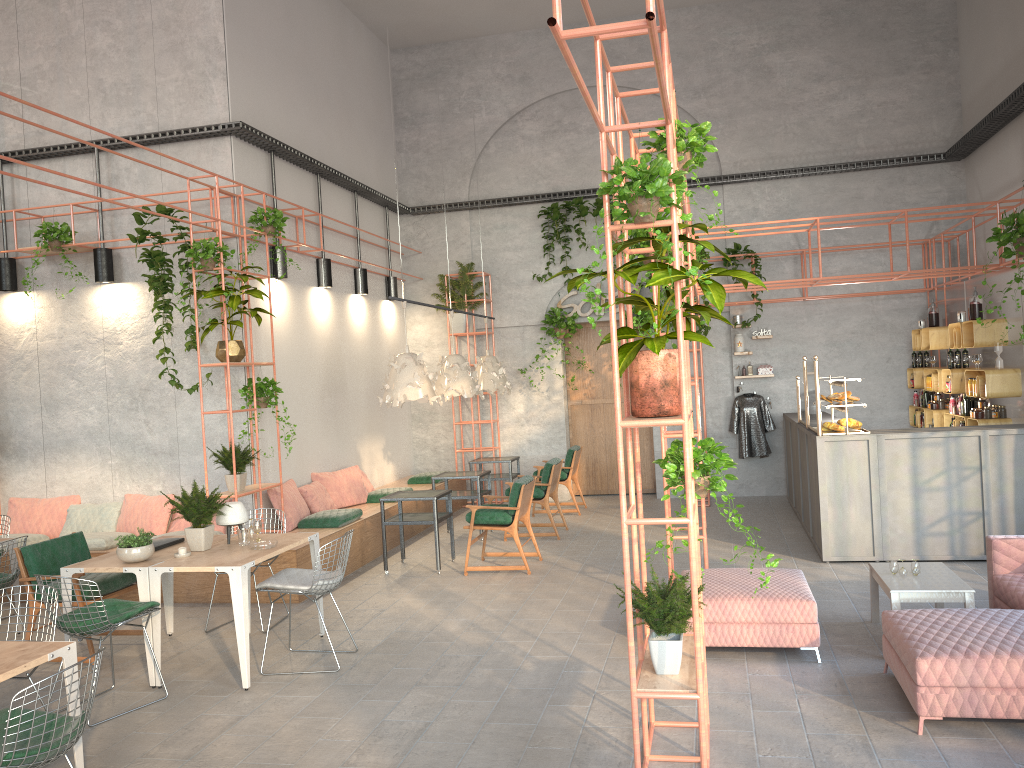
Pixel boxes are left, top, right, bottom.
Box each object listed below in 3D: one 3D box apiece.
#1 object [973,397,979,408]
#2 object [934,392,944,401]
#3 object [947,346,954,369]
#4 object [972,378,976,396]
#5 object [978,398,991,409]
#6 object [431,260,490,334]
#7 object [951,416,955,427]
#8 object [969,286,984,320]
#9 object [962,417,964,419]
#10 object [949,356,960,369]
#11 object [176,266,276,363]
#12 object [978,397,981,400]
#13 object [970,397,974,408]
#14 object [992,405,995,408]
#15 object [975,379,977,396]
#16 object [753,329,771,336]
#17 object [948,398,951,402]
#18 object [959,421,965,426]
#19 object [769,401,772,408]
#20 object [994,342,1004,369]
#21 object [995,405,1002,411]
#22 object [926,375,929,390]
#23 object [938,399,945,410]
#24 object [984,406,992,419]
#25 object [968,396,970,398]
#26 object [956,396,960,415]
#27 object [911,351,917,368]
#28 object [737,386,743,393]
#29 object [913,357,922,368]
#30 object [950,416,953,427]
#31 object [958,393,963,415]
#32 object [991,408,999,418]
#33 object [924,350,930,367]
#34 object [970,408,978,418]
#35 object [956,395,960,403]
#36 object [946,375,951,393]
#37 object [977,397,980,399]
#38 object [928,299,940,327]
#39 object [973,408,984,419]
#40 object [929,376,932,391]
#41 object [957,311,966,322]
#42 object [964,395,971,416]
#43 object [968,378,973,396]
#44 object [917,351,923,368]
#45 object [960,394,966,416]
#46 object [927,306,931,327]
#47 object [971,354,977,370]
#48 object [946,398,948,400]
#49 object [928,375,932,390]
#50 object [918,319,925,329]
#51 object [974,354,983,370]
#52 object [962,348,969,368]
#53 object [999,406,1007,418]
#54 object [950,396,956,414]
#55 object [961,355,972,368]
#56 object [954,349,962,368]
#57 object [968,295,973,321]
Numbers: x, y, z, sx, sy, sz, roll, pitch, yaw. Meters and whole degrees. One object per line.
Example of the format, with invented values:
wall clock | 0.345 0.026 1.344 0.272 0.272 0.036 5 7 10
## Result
object | 5.154 0.212 9.853 0.065 0.280 0.065 -4 1 -34
object | 5.464 0.161 11.347 0.115 0.107 0.115 -3 1 39
object | 5.164 -0.324 10.438 0.066 0.291 0.066 -3 1 -18
object | 4.940 0.033 9.436 0.069 0.191 0.069 -4 1 -42
object | 5.044 0.206 9.474 0.115 0.107 0.115 -4 1 -21
object | -0.803 -1.330 13.699 0.894 1.101 0.900 -3 1 -18
object | 5.233 0.502 10.486 0.074 0.243 0.072 -3 1 45
object | 5.133 -0.886 9.810 0.134 0.386 0.134 -3 1 1
object | 5.292 0.503 10.389 0.066 0.237 0.066 -4 1 -45
object | 5.159 -0.250 10.331 0.115 0.147 0.115 -3 1 21
object | -2.721 -0.679 8.535 0.903 0.947 0.934 -4 1 -26
object | 5.252 0.206 9.920 0.065 0.280 0.065 -3 1 40
object | 5.164 0.208 9.935 0.074 0.287 0.072 -3 1 45
object | 5.204 0.289 9.543 0.073 0.131 0.073 -3 1 -1
object | 4.921 0.035 9.347 0.069 0.191 0.069 -3 1 30
object | 3.650 -0.753 12.971 0.263 0.101 0.013 -3 1 13
object | 5.601 0.246 11.314 0.073 0.131 0.073 -3 1 44
object | 5.125 0.526 10.061 0.094 0.219 0.094 -4 1 -45
object | 3.787 0.297 13.019 0.070 0.146 0.033 -3 1 -16
object | 5.017 -0.291 9.142 0.075 0.273 0.075 -3 1 1
object | 5.182 0.292 9.441 0.073 0.131 0.073 -3 1 -16
object | 5.396 -0.016 11.468 0.069 0.191 0.069 -4 1 -35
object | 5.431 0.257 11.211 0.073 0.131 0.073 -3 1 6
object | 5.012 0.302 9.338 0.073 0.131 0.073 -3 1 6
object | 5.175 0.226 10.029 0.072 0.248 0.094 -3 1 13
object | 5.124 0.243 10.153 0.073 0.219 0.105 -3 1 19
object | 5.584 -0.369 12.311 0.066 0.291 0.066 -3 1 -18
object | 3.365 0.066 13.101 0.093 0.121 0.049 -3 1 15
object | 5.579 -0.296 12.204 0.115 0.147 0.115 -4 1 -33
object | 5.252 0.504 10.568 0.066 0.237 0.066 -4 1 -45
object | 5.105 0.230 10.046 0.072 0.248 0.094 -3 1 13
object | 5.094 0.309 9.401 0.115 0.107 0.115 -3 1 19
object | 5.738 -0.378 12.275 0.066 0.291 0.066 -4 1 -38
object | 5.001 0.312 9.555 0.115 0.107 0.115 -3 1 10
object | 5.238 0.238 10.372 0.070 0.209 0.070 -4 1 -29
object | 5.203 -0.002 10.481 0.131 0.207 0.131 -4 1 -32
object | 5.246 0.222 10.019 0.072 0.248 0.094 -3 1 13
object | 5.552 -0.931 11.683 0.134 0.386 0.134 -4 1 -44
object | 4.973 0.316 9.428 0.115 0.107 0.115 -4 1 -21
object | 5.360 -0.013 11.308 0.069 0.191 0.069 -4 1 -42
object | 5.008 -0.748 9.873 0.088 0.123 0.088 -4 1 -21
object | 5.065 0.212 9.867 0.066 0.291 0.066 -3 1 -3
object | 4.976 0.029 9.595 0.069 0.191 0.069 -3 1 25
object | 5.659 -0.373 12.295 0.066 0.291 0.066 -3 1 19
object | 5.079 0.233 9.949 0.082 0.246 0.082 -4 1 -45
object | 5.631 -0.896 11.863 0.134 0.301 0.134 -3 1 1
object | 4.976 -0.237 9.515 0.083 0.159 0.083 -4 1 -33
object | 5.624 0.244 11.416 0.073 0.131 0.073 -3 1 29
object | 5.378 -0.014 11.387 0.069 0.191 0.069 -4 1 -36
object | 5.428 -0.793 11.746 0.088 0.123 0.088 -4 1 -21
object | 4.956 -0.235 9.427 0.083 0.159 0.083 -4 1 -33
object | 5.318 -0.332 10.402 0.066 0.291 0.066 -4 1 -38
object | 5.153 0.295 9.312 0.073 0.131 0.073 -3 1 6
object | 5.167 0.242 10.389 0.070 0.209 0.070 -4 1 -27
object | 5.287 -0.257 10.303 0.115 0.147 0.115 -3 1 21
object | 5.240 -0.328 10.422 0.066 0.291 0.066 -3 1 19
object | 5.212 -0.850 9.990 0.134 0.301 0.134 -3 1 1
